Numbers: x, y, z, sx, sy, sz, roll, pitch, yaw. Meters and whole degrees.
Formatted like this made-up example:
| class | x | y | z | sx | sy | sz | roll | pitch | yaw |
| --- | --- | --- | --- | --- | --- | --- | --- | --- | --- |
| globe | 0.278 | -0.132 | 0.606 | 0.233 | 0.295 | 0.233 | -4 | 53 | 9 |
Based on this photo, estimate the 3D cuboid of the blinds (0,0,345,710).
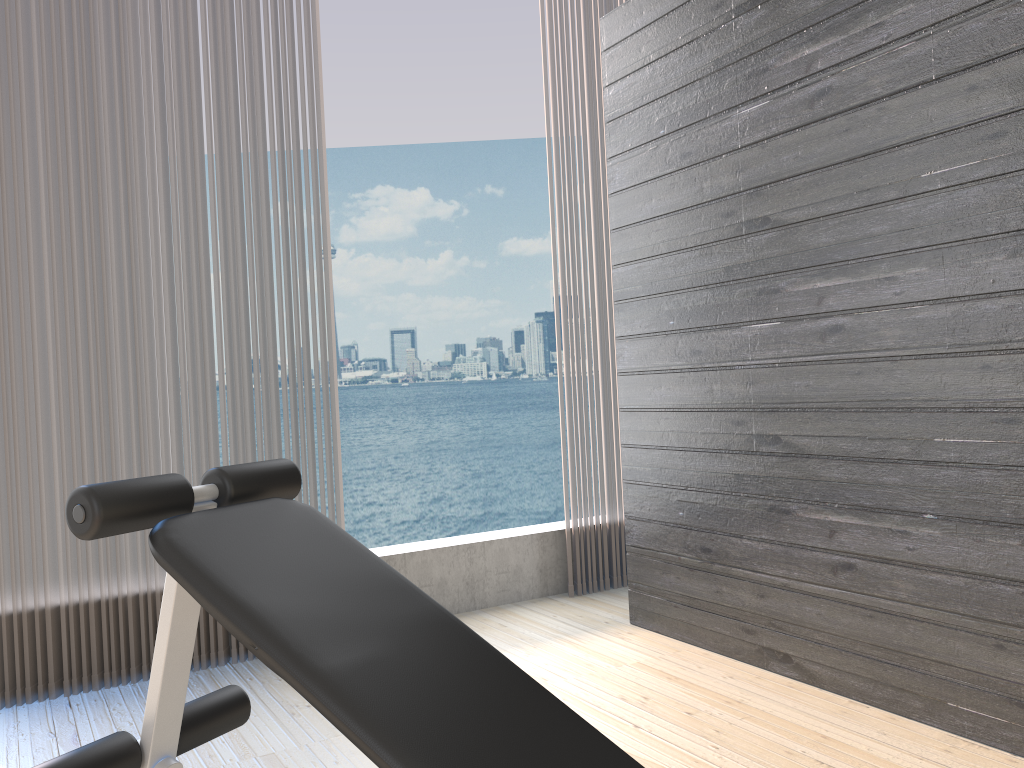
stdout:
| class | x | y | z | sx | sy | sz | roll | pitch | yaw |
| --- | --- | --- | --- | --- | --- | --- | --- | --- | --- |
| blinds | -1.119 | -0.449 | 2.847 | 1.133 | 2.744 | 0.069 | -3 | 0 | -30 |

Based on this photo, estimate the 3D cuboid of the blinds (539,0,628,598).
| class | x | y | z | sx | sy | sz | roll | pitch | yaw |
| --- | --- | --- | --- | --- | --- | --- | --- | --- | --- |
| blinds | 0.640 | -0.536 | 3.864 | 1.133 | 2.744 | 0.069 | -3 | 0 | -30 |

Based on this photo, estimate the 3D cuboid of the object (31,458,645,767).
| class | x | y | z | sx | sy | sz | roll | pitch | yaw |
| --- | --- | --- | --- | --- | --- | --- | --- | --- | --- |
| object | -0.142 | 0.500 | 1.290 | 1.312 | 0.746 | 0.505 | -3 | 0 | 29 |
